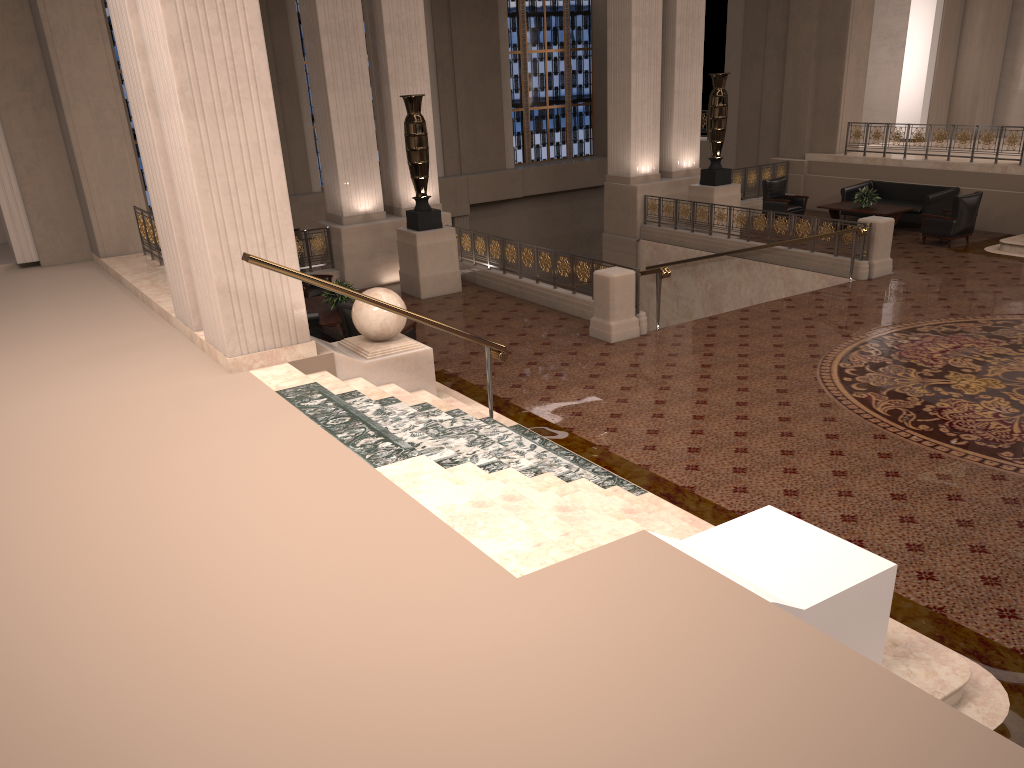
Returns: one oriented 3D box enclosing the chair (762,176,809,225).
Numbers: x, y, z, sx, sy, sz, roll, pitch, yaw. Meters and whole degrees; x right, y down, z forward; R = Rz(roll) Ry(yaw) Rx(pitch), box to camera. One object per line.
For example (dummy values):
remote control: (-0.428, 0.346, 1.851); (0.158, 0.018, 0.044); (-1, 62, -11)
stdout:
chair: (5.327, -3.583, 17.270); (0.636, 0.881, 0.700); (-19, 28, -33)

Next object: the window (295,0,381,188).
window: (-3.572, -7.446, 20.255); (2.947, 5.597, 0.067); (-16, 27, -28)

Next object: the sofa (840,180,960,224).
sofa: (7.207, -3.350, 16.542); (0.863, 0.738, 1.870); (-16, 24, -30)

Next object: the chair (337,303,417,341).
chair: (-1.490, -0.544, 9.945); (0.646, 0.881, 0.689); (4, 24, 17)

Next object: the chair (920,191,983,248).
chair: (7.309, -2.757, 14.689); (0.638, 0.881, 0.697); (-17, 26, -29)

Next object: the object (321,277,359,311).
object: (-2.164, -1.148, 11.077); (0.502, 0.393, 0.503); (-3, 22, 1)

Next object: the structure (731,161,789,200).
structure: (4.848, -4.157, 18.288); (2.501, 0.684, 0.031); (-15, 27, -28)

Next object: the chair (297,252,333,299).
chair: (-3.022, -1.425, 12.608); (0.714, 0.881, 0.624); (6, 25, 22)

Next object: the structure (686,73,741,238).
structure: (3.663, -4.045, 15.826); (0.690, 2.912, 0.680); (-17, 28, -29)

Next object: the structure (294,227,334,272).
structure: (-3.931, -1.890, 13.390); (2.501, 0.684, 0.031); (-15, 27, -28)

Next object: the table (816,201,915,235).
table: (6.443, -3.022, 16.166); (0.827, 0.455, 1.435); (-16, 24, -30)

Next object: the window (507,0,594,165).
window: (0.866, -8.592, 22.731); (2.947, 5.597, 0.067); (-16, 27, -28)

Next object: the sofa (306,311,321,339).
sofa: (-3.071, -0.696, 10.808); (0.863, 0.738, 1.870); (-16, 24, -30)

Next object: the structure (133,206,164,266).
structure: (-3.844, -1.531, 10.026); (0.031, 0.652, 3.593); (-18, 25, -30)

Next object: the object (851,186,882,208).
object: (6.418, -3.403, 15.973); (0.502, 0.393, 0.503); (-3, 22, 1)

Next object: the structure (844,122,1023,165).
structure: (7.804, -4.539, 16.525); (0.031, 0.652, 3.593); (-18, 25, -30)

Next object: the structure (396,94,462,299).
structure: (-1.321, -2.758, 13.045); (0.690, 2.912, 0.680); (-17, 28, -29)

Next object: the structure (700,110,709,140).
structure: (4.430, -6.330, 21.504); (0.030, 0.698, 2.096); (-18, 25, -30)

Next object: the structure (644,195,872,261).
structure: (3.816, -2.661, 14.657); (0.078, 0.561, 4.804); (-18, 25, -30)

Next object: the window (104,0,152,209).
window: (-7.862, -6.338, 17.861); (2.947, 5.597, 0.067); (-16, 27, -28)

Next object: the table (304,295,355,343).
table: (-2.290, -0.767, 11.294); (0.827, 0.455, 1.435); (-16, 24, -30)

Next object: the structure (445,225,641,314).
structure: (0.258, -1.742, 12.672); (0.078, 0.561, 4.800); (-18, 24, -29)
